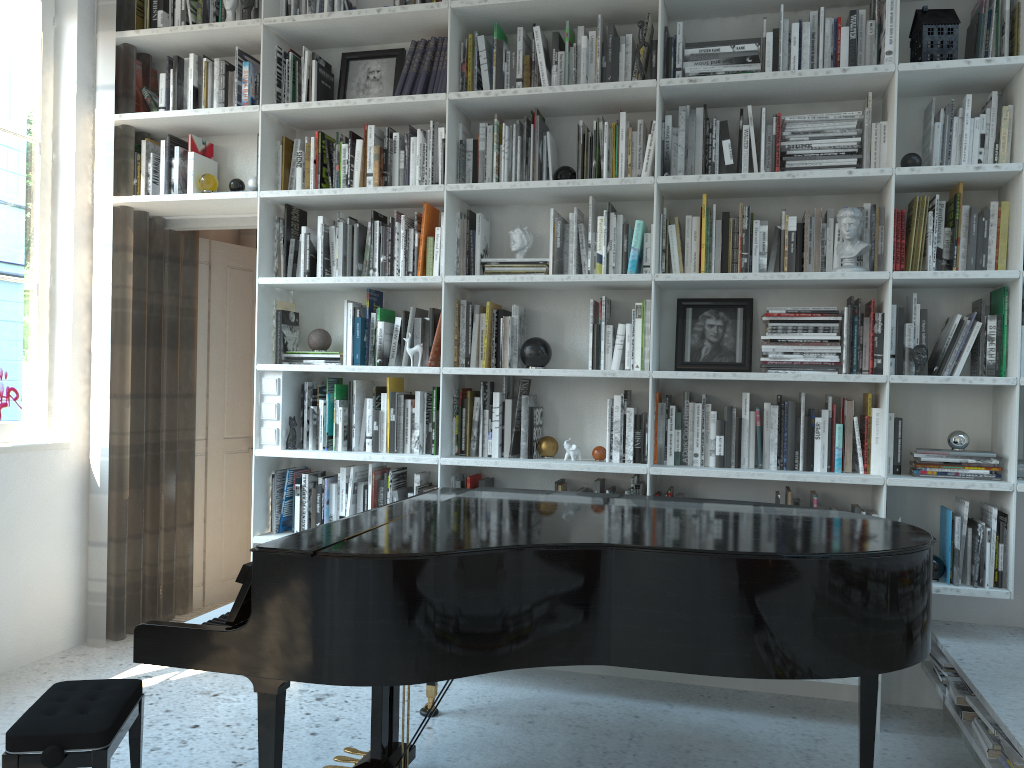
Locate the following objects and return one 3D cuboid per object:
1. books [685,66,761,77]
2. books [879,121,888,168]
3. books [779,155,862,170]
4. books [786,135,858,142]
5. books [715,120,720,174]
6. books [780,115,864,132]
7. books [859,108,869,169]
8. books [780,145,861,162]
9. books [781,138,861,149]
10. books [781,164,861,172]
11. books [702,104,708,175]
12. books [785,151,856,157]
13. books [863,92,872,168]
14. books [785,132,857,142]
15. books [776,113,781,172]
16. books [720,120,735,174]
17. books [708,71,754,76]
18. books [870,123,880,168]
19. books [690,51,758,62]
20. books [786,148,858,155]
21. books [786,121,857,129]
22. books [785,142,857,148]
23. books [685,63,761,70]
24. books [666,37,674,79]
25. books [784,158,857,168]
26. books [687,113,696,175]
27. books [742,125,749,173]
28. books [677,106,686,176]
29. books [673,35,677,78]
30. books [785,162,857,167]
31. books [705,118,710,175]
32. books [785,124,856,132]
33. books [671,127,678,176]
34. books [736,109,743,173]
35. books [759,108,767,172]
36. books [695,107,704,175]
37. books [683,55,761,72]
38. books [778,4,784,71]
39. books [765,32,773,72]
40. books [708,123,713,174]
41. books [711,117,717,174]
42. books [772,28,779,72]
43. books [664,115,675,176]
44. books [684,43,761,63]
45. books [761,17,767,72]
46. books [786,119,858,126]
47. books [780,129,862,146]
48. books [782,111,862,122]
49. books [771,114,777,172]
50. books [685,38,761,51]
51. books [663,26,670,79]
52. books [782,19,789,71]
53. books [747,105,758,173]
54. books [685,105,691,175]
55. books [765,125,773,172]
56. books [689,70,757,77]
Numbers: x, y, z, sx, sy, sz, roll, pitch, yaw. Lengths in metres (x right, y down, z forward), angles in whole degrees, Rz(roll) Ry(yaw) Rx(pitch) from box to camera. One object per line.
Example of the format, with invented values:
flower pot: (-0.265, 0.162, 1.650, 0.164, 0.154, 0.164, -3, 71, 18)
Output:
books: (0.829, -1.213, 3.499, 0.285, 0.012, 0.159, 1, 0, 12)
books: (1.396, -0.869, 3.360, 0.030, 0.205, 0.158, 1, 0, 15)
books: (1.181, -0.850, 3.409, 0.285, 0.012, 0.159, 1, 0, 12)
books: (1.183, -0.923, 3.408, 0.254, 0.012, 0.161, 1, 0, 12)
books: (0.812, -0.899, 3.502, 0.011, 0.239, 0.147, 1, 0, 15)
books: (1.183, -0.998, 3.403, 0.285, 0.012, 0.159, 1, 0, 10)
books: (1.331, -0.895, 3.357, 0.012, 0.254, 0.161, 1, 0, 15)
books: (1.183, -0.887, 3.413, 0.285, 0.012, 0.159, 1, 0, 16)
books: (1.183, -0.911, 3.408, 0.285, 0.012, 0.159, 1, 0, 18)
books: (1.182, -0.814, 3.414, 0.285, 0.012, 0.159, 1, 0, 16)
books: (0.765, -0.930, 3.514, 0.011, 0.300, 0.179, 1, 0, 15)
books: (1.182, -0.863, 3.411, 0.254, 0.012, 0.161, 1, 0, 17)
books: (1.347, -0.927, 3.369, 0.012, 0.319, 0.140, 1, 1, 15)
books: (1.184, -0.935, 3.410, 0.254, 0.012, 0.161, 1, 0, 17)
books: (1.026, -0.898, 3.429, 0.013, 0.247, 0.176, 1, 0, 15)
books: (0.849, -0.897, 3.486, 0.066, 0.236, 0.153, 1, 0, 15)
books: (0.827, -1.188, 3.495, 0.254, 0.012, 0.161, 1, 0, 20)
books: (1.366, -0.866, 3.362, 0.029, 0.198, 0.172, 1, 0, 15)
books: (0.831, -1.267, 3.496, 0.254, 0.025, 0.161, 1, 0, 11)
books: (1.183, -0.875, 3.411, 0.254, 0.012, 0.161, 1, 0, 13)
books: (1.184, -0.973, 3.410, 0.254, 0.012, 0.161, 1, 0, 17)
books: (1.183, -0.899, 3.413, 0.254, 0.012, 0.161, 1, 0, 16)
books: (0.830, -1.224, 3.501, 0.285, 0.012, 0.159, 1, 0, 13)
books: (0.636, -1.251, 3.536, 0.027, 0.201, 0.167, 1, 0, 15)
books: (1.182, -0.838, 3.413, 0.254, 0.012, 0.161, 1, 0, 14)
books: (0.717, -0.914, 3.516, 0.025, 0.266, 0.185, 1, 0, 15)
books: (0.915, -0.885, 3.475, 0.024, 0.216, 0.148, 1, 0, 15)
books: (0.681, -0.931, 3.533, 0.026, 0.297, 0.179, 1, 0, 15)
books: (0.658, -1.259, 3.543, 0.013, 0.218, 0.141, 1, 0, 15)
books: (1.183, -0.826, 3.415, 0.254, 0.012, 0.161, 1, 0, 15)
books: (0.776, -0.906, 3.514, 0.011, 0.252, 0.153, 1, 0, 15)
books: (1.183, -0.960, 3.404, 0.254, 0.012, 0.161, 1, 0, 20)
books: (0.659, -0.897, 3.557, 0.027, 0.228, 0.147, 1, 0, 15)
books: (0.895, -0.920, 3.487, 0.022, 0.285, 0.130, 1, 1, 15)
books: (0.974, -0.910, 3.448, 0.021, 0.269, 0.191, 1, 0, 15)
books: (0.748, -0.928, 3.526, 0.029, 0.295, 0.151, 1, 0, 15)
books: (0.830, -1.242, 3.494, 0.285, 0.024, 0.159, 1, 0, 20)
books: (1.035, -1.283, 3.422, 0.011, 0.284, 0.190, 1, 0, 15)
books: (0.996, -1.236, 3.445, 0.025, 0.187, 0.193, 1, 0, 15)
books: (0.787, -0.896, 3.511, 0.014, 0.233, 0.147, 1, 0, 15)
books: (0.800, -0.905, 3.504, 0.014, 0.250, 0.172, 1, 0, 15)
books: (1.027, -1.253, 3.467, 0.024, 0.223, 0.128, 1, 0, 15)
books: (0.630, -0.917, 3.549, 0.026, 0.267, 0.170, 1, 0, 15)
books: (0.833, -1.291, 3.500, 0.285, 0.024, 0.159, 1, 0, 17)
books: (0.980, -1.269, 3.453, 0.012, 0.254, 0.161, 1, 0, 15)
books: (1.186, -0.986, 3.414, 0.254, 0.012, 0.161, 1, 0, 15)
books: (1.185, -0.947, 3.413, 0.285, 0.012, 0.159, 1, 0, 14)
books: (1.185, -1.010, 3.410, 0.285, 0.012, 0.159, 1, 0, 17)
books: (1.016, -0.897, 3.444, 0.015, 0.245, 0.183, 1, 0, 15)
books: (0.835, -1.315, 3.505, 0.285, 0.024, 0.159, 1, 0, 15)
books: (0.622, -1.277, 3.560, 0.012, 0.254, 0.161, 1, 0, 15)
books: (1.054, -1.259, 3.434, 0.021, 0.237, 0.171, 1, 0, 15)
books: (0.943, -0.922, 3.470, 0.049, 0.291, 0.162, 1, 0, 15)
books: (0.705, -0.938, 3.546, 0.014, 0.313, 0.133, 1, 1, 15)
books: (0.999, -0.883, 3.457, 0.024, 0.216, 0.132, 1, 0, 15)
books: (0.829, -1.200, 3.499, 0.254, 0.012, 0.161, 1, 0, 12)
